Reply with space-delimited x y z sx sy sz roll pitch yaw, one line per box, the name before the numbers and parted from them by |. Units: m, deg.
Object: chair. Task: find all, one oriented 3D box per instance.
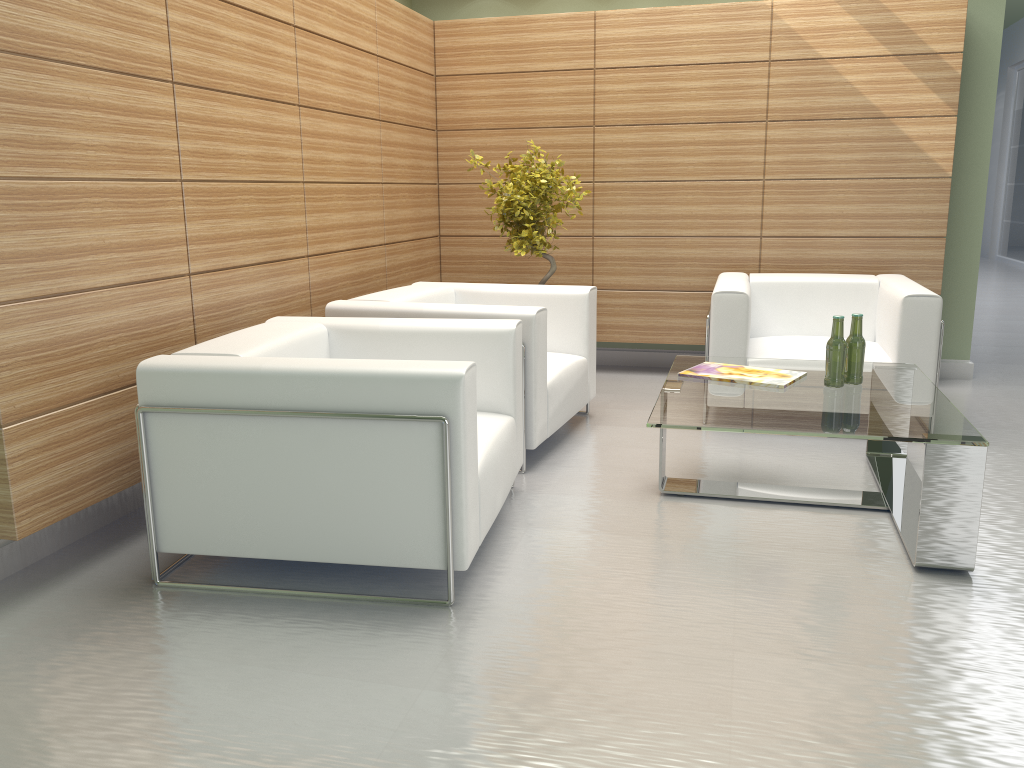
chair | -0.930 0.318 5.422 1.802 1.234 1.894 1 12 10
chair | 2.801 -0.341 8.264 1.894 1.234 1.802 3 13 14
chair | -0.325 -0.166 7.615 1.769 1.234 1.894 4 13 19

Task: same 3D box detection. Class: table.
table | 1.904 0.397 5.950 1.783 0.742 2.197 3 13 14

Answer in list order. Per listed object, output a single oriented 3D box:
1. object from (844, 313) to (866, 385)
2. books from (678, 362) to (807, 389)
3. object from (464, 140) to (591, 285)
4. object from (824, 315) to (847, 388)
object | 2.307 -0.235 5.968 0.131 0.475 0.131 -5 13 -20
books | 1.633 -0.068 6.291 0.762 0.025 0.508 8 15 34
object | 0.122 -1.164 9.004 1.201 2.565 1.116 -4 13 -17
object | 2.152 -0.216 5.886 0.131 0.475 0.131 -5 13 -20
